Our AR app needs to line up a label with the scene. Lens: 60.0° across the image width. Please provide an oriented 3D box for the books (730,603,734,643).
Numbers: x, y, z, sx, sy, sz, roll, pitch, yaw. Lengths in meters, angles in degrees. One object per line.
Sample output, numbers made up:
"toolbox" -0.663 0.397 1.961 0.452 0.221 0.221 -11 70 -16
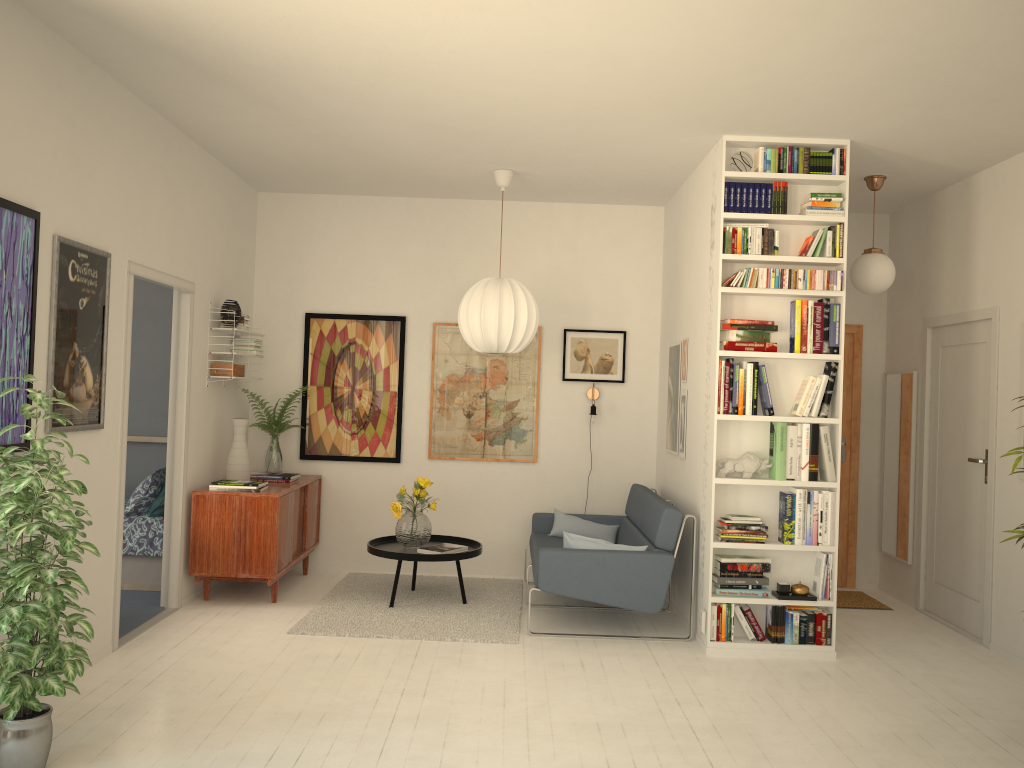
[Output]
"books" 1.228 1.331 5.026 0.010 0.215 0.193 2 -1 0

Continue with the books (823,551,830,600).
"books" 1.771 1.080 5.046 0.008 0.256 0.184 2 -1 0

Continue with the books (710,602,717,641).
"books" 1.122 1.338 5.034 0.039 0.199 0.185 2 -1 0

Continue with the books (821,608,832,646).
"books" 1.766 1.369 5.052 0.032 0.176 0.230 2 -1 0

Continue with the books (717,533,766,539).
"books" 1.295 0.858 5.034 0.248 0.009 0.171 2 0 3

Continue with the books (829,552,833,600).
"books" 1.787 1.080 5.025 0.011 0.256 0.139 2 -1 0

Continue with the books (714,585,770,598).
"books" 1.299 1.172 5.051 0.297 0.038 0.204 2 0 5

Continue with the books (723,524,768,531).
"books" 1.322 0.807 5.045 0.235 0.025 0.163 2 0 6

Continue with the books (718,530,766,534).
"books" 1.300 0.835 5.041 0.250 0.008 0.135 2 0 -4

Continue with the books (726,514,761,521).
"books" 1.306 0.756 5.026 0.166 0.019 0.127 2 0 -7

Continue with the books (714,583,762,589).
"books" 1.276 1.137 5.052 0.241 0.024 0.168 2 0 -5

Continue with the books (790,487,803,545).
"books" 1.602 0.744 5.061 0.037 0.312 0.241 2 -1 0

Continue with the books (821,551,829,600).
"books" 1.752 1.080 5.018 0.033 0.258 0.130 2 -1 0

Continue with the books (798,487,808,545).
"books" 1.634 0.745 5.064 0.027 0.311 0.228 2 -1 0

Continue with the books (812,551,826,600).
"books" 1.733 1.079 5.051 0.034 0.257 0.209 2 -1 0

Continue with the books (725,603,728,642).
"books" 1.195 1.334 5.040 0.012 0.206 0.193 2 -1 0

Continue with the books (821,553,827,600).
"books" 1.743 1.080 5.053 0.030 0.256 0.198 2 -1 0

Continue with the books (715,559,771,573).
"books" 1.301 1.026 5.040 0.285 0.047 0.185 2 0 0

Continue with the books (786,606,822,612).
"books" 1.642 1.267 5.035 0.193 0.012 0.130 2 0 0

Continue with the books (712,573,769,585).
"books" 1.286 1.105 5.037 0.297 0.039 0.165 2 0 -5

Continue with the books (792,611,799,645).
"books" 1.580 1.362 5.040 0.032 0.176 0.222 2 -1 0

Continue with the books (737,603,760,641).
"books" 1.331 1.344 5.022 0.118 0.192 0.118 2 -1 0

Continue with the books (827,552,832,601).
"books" 1.778 1.079 5.034 0.007 0.257 0.181 2 -1 0

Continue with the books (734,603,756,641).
"books" 1.300 1.340 5.028 0.135 0.200 0.134 2 -1 0

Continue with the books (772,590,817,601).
"books" 1.585 1.190 4.985 0.214 0.023 0.130 2 0 0

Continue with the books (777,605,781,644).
"books" 1.485 1.339 5.025 0.015 0.214 0.202 2 -1 0

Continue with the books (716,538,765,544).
"books" 1.288 0.882 5.027 0.247 0.009 0.170 2 0 3

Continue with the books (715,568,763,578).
"books" 1.281 1.069 5.038 0.247 0.039 0.143 2 -1 -3

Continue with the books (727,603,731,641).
"books" 1.212 1.331 5.041 0.021 0.215 0.174 2 -1 0

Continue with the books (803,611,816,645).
"books" 1.669 1.368 5.054 0.050 0.170 0.221 2 -1 0

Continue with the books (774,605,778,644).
"books" 1.470 1.339 5.038 0.015 0.214 0.202 2 -1 0

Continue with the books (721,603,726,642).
"books" 1.179 1.333 5.026 0.020 0.211 0.184 2 -1 0

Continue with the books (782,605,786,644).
"books" 1.515 1.340 5.038 0.015 0.214 0.202 2 -1 0

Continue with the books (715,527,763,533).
"books" 1.284 0.825 5.023 0.238 0.012 0.120 2 0 -5

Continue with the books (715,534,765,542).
"books" 1.283 0.870 5.025 0.246 0.014 0.173 2 0 -1

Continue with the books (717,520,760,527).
"books" 1.280 0.788 5.038 0.221 0.010 0.169 2 0 3

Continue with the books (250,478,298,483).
"books" -1.742 0.676 6.335 0.371 0.022 0.259 2 0 0

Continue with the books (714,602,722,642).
"books" 1.155 1.334 5.031 0.026 0.206 0.187 2 -1 0

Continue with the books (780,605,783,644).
"books" 1.500 1.340 5.032 0.015 0.214 0.202 2 -1 0

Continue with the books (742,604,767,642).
"books" 1.363 1.349 5.028 0.131 0.188 0.136 2 -1 0

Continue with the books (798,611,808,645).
"books" 1.620 1.370 5.039 0.048 0.163 0.209 2 -1 0

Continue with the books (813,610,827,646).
"books" 1.722 1.366 5.034 0.056 0.180 0.202 2 -1 0

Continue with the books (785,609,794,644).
"books" 1.544 1.360 5.045 0.044 0.179 0.224 2 -1 0

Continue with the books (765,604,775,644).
"books" 1.455 1.338 5.030 0.015 0.214 0.202 2 -1 0

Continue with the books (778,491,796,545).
"books" 1.554 0.756 5.050 0.057 0.284 0.200 2 -1 0

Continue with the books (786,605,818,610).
"books" 1.629 1.258 5.017 0.165 0.006 0.103 2 0 0

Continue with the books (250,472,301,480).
"books" -1.727 0.656 6.341 0.368 0.020 0.255 2 0 2

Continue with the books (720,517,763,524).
"books" 1.295 0.774 5.047 0.212 0.017 0.165 2 0 -3

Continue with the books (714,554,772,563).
"books" 1.306 0.990 5.055 0.297 0.024 0.162 2 0 -9

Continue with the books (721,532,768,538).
"books" 1.320 0.848 5.060 0.255 0.014 0.197 2 0 10
